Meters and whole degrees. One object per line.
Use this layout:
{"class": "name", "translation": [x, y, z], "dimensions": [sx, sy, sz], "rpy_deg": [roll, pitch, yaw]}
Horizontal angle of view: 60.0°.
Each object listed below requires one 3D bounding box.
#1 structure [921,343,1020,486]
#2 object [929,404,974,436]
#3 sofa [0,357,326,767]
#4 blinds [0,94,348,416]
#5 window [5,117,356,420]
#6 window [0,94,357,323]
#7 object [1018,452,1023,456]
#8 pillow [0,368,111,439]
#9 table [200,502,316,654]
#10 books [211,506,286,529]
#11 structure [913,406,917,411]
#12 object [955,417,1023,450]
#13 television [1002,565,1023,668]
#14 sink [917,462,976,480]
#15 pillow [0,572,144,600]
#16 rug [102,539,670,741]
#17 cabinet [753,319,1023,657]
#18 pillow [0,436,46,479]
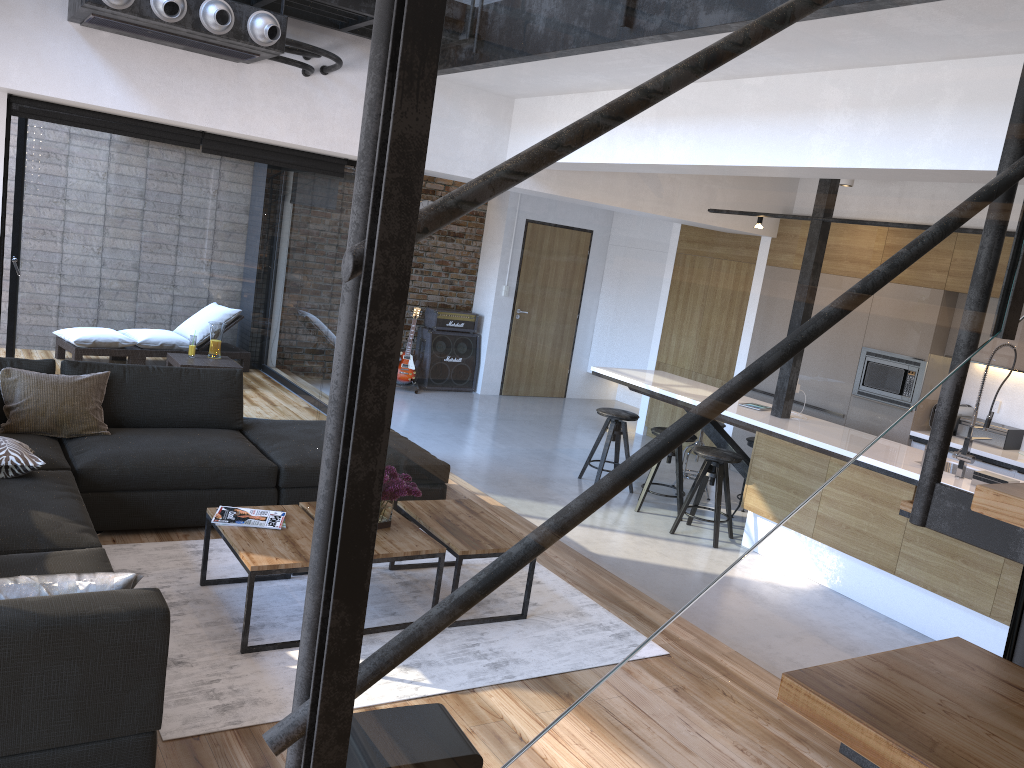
{"class": "structure", "translation": [2.698, 0.163, 5.056], "dimensions": [0.392, 0.815, 0.506], "rpy_deg": [10, 10, 5]}
{"class": "object", "translation": [3.558, 0.282, 7.179], "dimensions": [0.390, 0.248, 0.150], "rpy_deg": [3, 12, -33]}
{"class": "sofa", "translation": [-1.317, 0.508, 3.901], "dimensions": [3.000, 0.702, 3.035], "rpy_deg": [3, 11, -33]}
{"class": "blinds", "translation": [-1.850, -0.778, 7.048], "dimensions": [1.828, 2.057, 3.853], "rpy_deg": [11, 9, 10]}
{"class": "window", "translation": [-2.285, -0.734, 6.454], "dimensions": [2.449, 2.056, 0.100], "rpy_deg": [6, 10, -17]}
{"class": "window", "translation": [-0.430, -1.440, 2.626], "dimensions": [5.665, 5.581, 13.360], "rpy_deg": [2, 11, -33]}
{"class": "object", "translation": [3.878, 0.554, 6.493], "dimensions": [0.310, 0.034, 0.309], "rpy_deg": [5, 10, -20]}
{"class": "pillow", "translation": [-2.323, 0.100, 4.496], "dimensions": [0.547, 0.310, 0.272], "rpy_deg": [3, 11, -34]}
{"class": "table", "translation": [-0.625, 0.790, 3.917], "dimensions": [1.298, 0.351, 0.695], "rpy_deg": [3, 11, -33]}
{"class": "books", "translation": [-1.098, 0.561, 3.728], "dimensions": [0.295, 0.013, 0.228], "rpy_deg": [7, 9, -13]}
{"class": "structure", "translation": [3.228, -0.038, 7.341], "dimensions": [0.396, 0.398, 0.594], "rpy_deg": [2, 11, -33]}
{"class": "object", "translation": [3.732, 0.365, 7.060], "dimensions": [0.240, 0.175, 0.546], "rpy_deg": [3, 11, -33]}
{"class": "television", "translation": [1.203, 0.492, 1.529], "dimensions": [1.207, 0.785, 0.135], "rpy_deg": [3, 12, -33]}
{"class": "sink", "translation": [2.808, 0.668, 5.330], "dimensions": [0.406, 0.203, 0.704], "rpy_deg": [3, 11, -33]}
{"class": "pillow", "translation": [-1.287, 0.619, 2.419], "dimensions": [0.499, 0.266, 0.211], "rpy_deg": [3, 11, -33]}
{"class": "rug", "translation": [-0.623, 0.961, 3.972], "dimensions": [2.114, 0.003, 1.632], "rpy_deg": [3, 11, -33]}
{"class": "cabinet", "translation": [3.526, 0.118, 5.373], "dimensions": [2.474, 2.879, 9.089], "rpy_deg": [2, 11, -33]}
{"class": "pillow", "translation": [-2.276, 0.313, 3.718], "dimensions": [0.531, 0.178, 0.355], "rpy_deg": [2, 11, -35]}
